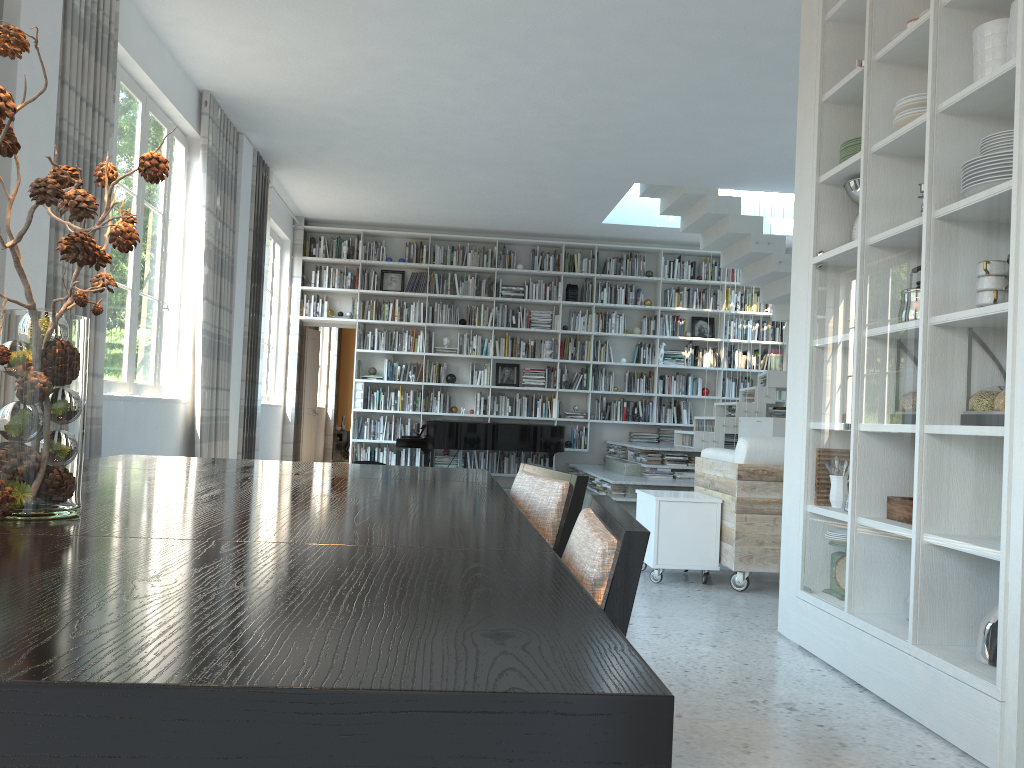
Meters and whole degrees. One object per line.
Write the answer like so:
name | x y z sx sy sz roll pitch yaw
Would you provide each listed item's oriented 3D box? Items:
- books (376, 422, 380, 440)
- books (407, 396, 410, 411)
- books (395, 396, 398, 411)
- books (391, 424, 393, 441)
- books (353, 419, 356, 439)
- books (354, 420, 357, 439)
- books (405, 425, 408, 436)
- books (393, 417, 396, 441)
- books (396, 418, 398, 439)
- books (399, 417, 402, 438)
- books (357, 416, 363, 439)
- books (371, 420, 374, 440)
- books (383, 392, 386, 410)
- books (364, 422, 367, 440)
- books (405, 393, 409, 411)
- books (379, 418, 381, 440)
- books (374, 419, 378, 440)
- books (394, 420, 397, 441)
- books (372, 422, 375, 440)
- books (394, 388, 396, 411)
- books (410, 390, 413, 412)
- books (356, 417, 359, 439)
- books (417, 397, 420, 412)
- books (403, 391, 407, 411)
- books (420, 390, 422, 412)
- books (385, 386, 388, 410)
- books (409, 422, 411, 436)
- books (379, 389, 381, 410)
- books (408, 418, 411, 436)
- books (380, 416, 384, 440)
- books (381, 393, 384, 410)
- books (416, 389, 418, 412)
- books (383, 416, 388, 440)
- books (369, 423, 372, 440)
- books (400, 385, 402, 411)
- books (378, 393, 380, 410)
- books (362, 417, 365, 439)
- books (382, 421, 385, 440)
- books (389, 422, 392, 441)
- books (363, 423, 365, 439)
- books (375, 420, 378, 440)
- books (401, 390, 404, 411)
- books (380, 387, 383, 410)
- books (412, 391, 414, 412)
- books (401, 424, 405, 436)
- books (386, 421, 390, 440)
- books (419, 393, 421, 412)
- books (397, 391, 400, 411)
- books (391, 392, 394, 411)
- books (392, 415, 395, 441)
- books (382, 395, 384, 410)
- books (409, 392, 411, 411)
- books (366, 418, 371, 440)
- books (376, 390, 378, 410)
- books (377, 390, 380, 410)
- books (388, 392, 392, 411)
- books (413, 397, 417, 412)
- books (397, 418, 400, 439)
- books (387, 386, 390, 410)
books | -1.672 0.585 11.098 0.028 0.229 0.157 3 -2 -4
books | -1.298 0.248 11.148 0.023 0.194 0.140 3 -2 -4
books | -1.447 0.246 11.114 0.029 0.181 0.190 3 -2 -4
books | -1.504 0.604 11.122 0.013 0.209 0.154 3 -2 -4
books | -1.966 0.559 11.089 0.012 0.254 0.161 3 -2 -4
books | -1.945 0.567 11.077 0.029 0.239 0.154 3 -2 -4
books | -1.324 0.616 11.148 0.030 0.203 0.142 3 -2 -4
books | -1.475 0.562 11.113 0.012 0.295 0.176 3 -2 -4
books | -1.436 0.570 11.137 0.013 0.284 0.139 3 -2 -4
books | -1.399 0.563 11.122 0.013 0.301 0.172 3 -2 -4
books | -1.893 0.547 11.074 0.052 0.283 0.172 3 -2 -4
books | -1.748 0.573 11.116 0.022 0.248 0.133 3 -2 -4
books | -1.596 0.216 11.134 0.016 0.230 0.136 3 -2 -4
books | -1.823 0.582 11.078 0.022 0.220 0.187 3 -2 -4
books | -1.321 0.229 11.144 0.025 0.229 0.153 3 -2 -4
books | -1.652 0.564 11.119 0.013 0.273 0.146 3 -2 -4
books | -1.701 0.569 11.088 0.013 0.257 0.189 3 -2 -4
books | -1.458 0.583 11.132 0.029 0.254 0.153 3 -2 -4
books | -1.722 0.585 11.084 0.028 0.223 0.189 3 -2 -4
books | -1.467 0.195 11.123 0.014 0.282 0.150 3 -2 -4
books | -1.262 0.213 11.130 0.021 0.265 0.185 3 -2 -4
books | -1.923 0.548 11.063 0.011 0.277 0.189 3 -2 -4
books | -1.177 0.258 11.167 0.023 0.187 0.130 3 -2 -4
books | -1.346 0.218 11.127 0.028 0.249 0.159 3 -2 -4
books | -1.140 0.213 11.167 0.024 0.280 0.136 3 -2 -4
books | -1.566 0.181 11.103 0.019 0.300 0.180 3 -2 -4
books | -1.275 0.599 11.117 0.011 0.239 0.174 3 -2 -4
books | -1.645 0.189 11.118 0.009 0.277 0.157 3 -2 -4
books | -1.294 0.575 11.143 0.025 0.288 0.130 3 -2 -4
books | -1.631 0.552 11.114 0.027 0.299 0.142 3 -2 -4
books | -1.626 0.219 11.101 0.015 0.219 0.190 3 -2 -4
books | -1.190 0.206 11.134 0.014 0.286 0.179 3 -2 -4
books | -1.585 0.550 11.100 0.039 0.307 0.172 3 -2 -4
books | -1.772 0.596 11.109 0.025 0.200 0.137 3 -2 -4
books | -1.397 0.178 11.127 0.021 0.322 0.172 3 -2 -4
books | -1.660 0.222 11.125 0.016 0.211 0.146 3 -2 -4
books | -1.863 0.554 11.096 0.010 0.273 0.150 3 -2 -4
books | -1.613 0.587 11.117 0.012 0.232 0.148 3 -2 -4
books | -1.525 0.595 11.121 0.028 0.224 0.134 3 -2 -4
books | -1.848 0.593 11.098 0.024 0.197 0.148 3 -2 -4
books | -1.689 0.572 11.084 0.010 0.252 0.178 3 -2 -4
books | -1.373 0.210 11.120 0.028 0.260 0.181 3 -2 -4
books | -1.635 0.184 11.095 0.007 0.286 0.182 3 -2 -4
books | -1.247 0.217 11.150 0.013 0.260 0.142 3 -2 -4
books | -1.366 0.607 11.127 0.059 0.216 0.177 3 -2 -4
books | -1.554 0.587 11.123 0.031 0.238 0.132 3 -2 -4
books | -1.157 0.231 11.143 0.010 0.240 0.174 3 -2 -4
books | -1.419 0.212 11.127 0.026 0.254 0.176 3 -2 -4
books | -1.489 0.220 11.121 0.027 0.230 0.159 3 -2 -4
books | -1.487 0.546 11.104 0.014 0.325 0.170 3 -2 -4
books | -1.611 0.234 11.098 0.016 0.189 0.183 3 -2 -4
books | -1.279 0.223 11.145 0.010 0.246 0.160 3 -2 -4
books | -1.796 0.560 11.086 0.029 0.266 0.171 3 -2 -4
books | -1.681 0.204 11.106 0.014 0.243 0.171 3 -2 -4
books | -1.669 0.204 11.093 0.009 0.244 0.184 3 -2 -4
books | -1.526 0.219 11.136 0.045 0.230 0.138 3 -2 -4
books | -1.222 0.258 11.151 0.041 0.181 0.141 3 -2 -4
books | -1.417 0.567 11.126 0.022 0.290 0.137 3 -2 -4
books | -1.551 0.179 11.116 0.012 0.306 0.189 3 -2 -4
